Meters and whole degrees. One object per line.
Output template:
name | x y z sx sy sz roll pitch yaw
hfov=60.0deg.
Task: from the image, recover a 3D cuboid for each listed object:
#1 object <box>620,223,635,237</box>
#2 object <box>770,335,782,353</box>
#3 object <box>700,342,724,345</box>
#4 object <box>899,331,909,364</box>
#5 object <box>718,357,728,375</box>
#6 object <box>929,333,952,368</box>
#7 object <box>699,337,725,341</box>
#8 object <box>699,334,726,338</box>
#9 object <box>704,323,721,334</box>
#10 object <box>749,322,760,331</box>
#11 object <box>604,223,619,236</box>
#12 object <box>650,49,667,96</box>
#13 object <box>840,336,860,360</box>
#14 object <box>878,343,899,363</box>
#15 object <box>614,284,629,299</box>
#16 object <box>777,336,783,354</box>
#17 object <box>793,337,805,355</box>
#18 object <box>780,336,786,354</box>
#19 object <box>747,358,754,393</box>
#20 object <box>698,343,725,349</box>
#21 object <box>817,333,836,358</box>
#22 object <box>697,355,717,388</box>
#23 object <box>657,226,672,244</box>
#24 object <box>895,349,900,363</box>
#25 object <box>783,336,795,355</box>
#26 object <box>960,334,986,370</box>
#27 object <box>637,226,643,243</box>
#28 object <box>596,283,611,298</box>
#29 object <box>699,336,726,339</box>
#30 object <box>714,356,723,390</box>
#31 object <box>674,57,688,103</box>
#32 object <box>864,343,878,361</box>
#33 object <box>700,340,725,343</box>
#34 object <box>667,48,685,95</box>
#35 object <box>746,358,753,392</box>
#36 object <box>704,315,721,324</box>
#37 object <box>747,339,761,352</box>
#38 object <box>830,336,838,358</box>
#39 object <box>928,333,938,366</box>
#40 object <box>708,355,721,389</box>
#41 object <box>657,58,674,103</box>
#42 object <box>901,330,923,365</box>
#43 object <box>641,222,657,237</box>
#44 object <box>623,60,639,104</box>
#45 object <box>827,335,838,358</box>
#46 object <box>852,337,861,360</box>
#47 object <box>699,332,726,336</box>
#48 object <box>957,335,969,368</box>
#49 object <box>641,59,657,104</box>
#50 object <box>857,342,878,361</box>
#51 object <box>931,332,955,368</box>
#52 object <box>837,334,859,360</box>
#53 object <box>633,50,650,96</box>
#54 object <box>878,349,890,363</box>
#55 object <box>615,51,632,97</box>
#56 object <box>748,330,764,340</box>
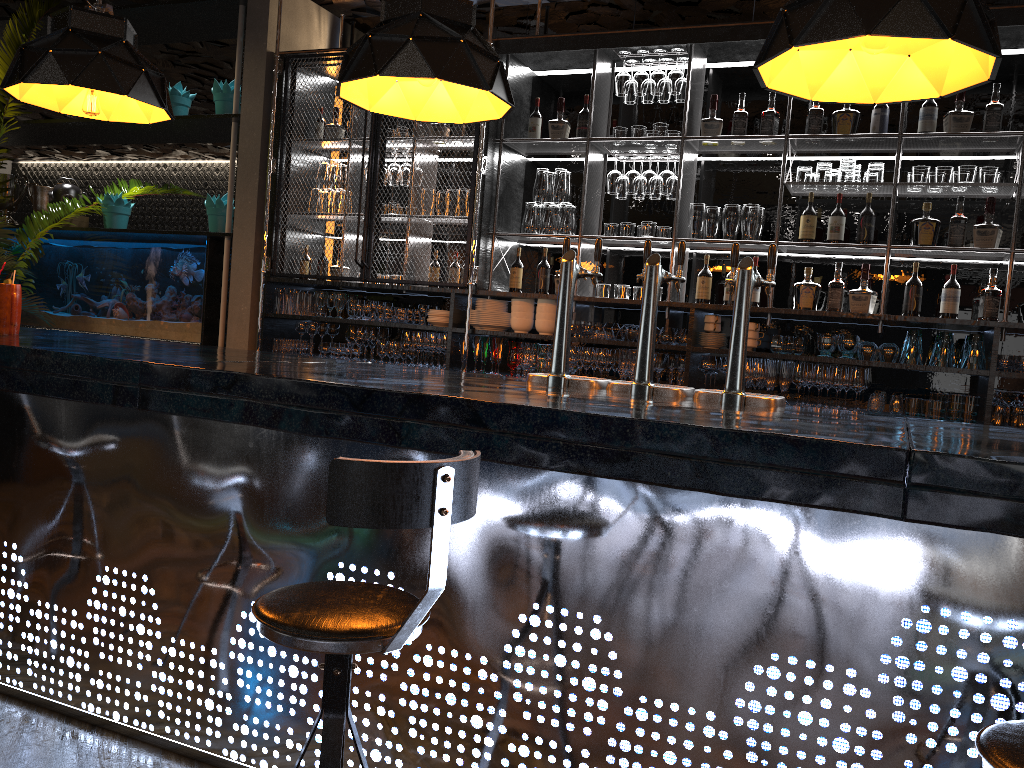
object | 0.684 -0.905 5.261 0.089 0.092 0.089 5 3 2
object | 1.419 -0.214 4.759 0.067 0.099 0.058 3 3 -21
object | 1.124 -0.222 4.990 0.149 0.023 0.149 4 3 -8
object | 2.071 -0.188 4.590 0.115 0.172 0.101 7 4 33
object | 1.191 -0.034 4.911 0.108 0.227 0.108 4 3 -6
object | 2.201 -0.174 4.532 0.115 0.172 0.101 2 4 -37
object | 1.125 -0.245 4.989 0.149 0.024 0.149 6 3 23
object | 1.126 -0.265 4.987 0.149 0.025 0.149 4 3 -14
object | 1.131 -0.308 4.983 0.094 0.070 0.107 2 4 -36
object | 1.315 -0.304 4.880 0.094 0.068 0.106 6 4 23
object | 0.597 -0.917 5.346 0.089 0.092 0.089 5 3 2
object | 0.845 -1.797 5.116 0.092 0.244 0.092 4 3 -16
object | 1.808 -0.196 4.758 0.108 0.126 0.108 6 3 18
object | 1.930 -0.160 4.545 0.098 0.097 0.098 3 4 -33
object | 0.647 -0.539 5.246 0.089 0.092 0.089 4 3 -13
object | 1.444 -0.215 4.823 0.067 0.099 0.058 4 3 -7
object | 1.568 -0.207 4.851 0.058 0.099 0.067 7 4 36
object | 1.503 -0.215 4.902 0.058 0.099 0.067 6 4 26
object | 1.340 -0.031 5.002 0.058 0.234 0.058 5 3 -2
object | 1.122 -0.212 4.991 0.149 0.022 0.149 4 3 -8
object | 1.658 -0.204 4.694 0.100 0.125 0.100 3 4 -28
object | 1.085 -0.045 4.956 0.108 0.227 0.108 5 3 15
object | 0.905 -0.889 5.295 0.089 0.092 0.089 5 3 8
object | 2.016 -0.163 4.737 0.098 0.097 0.098 5 3 10
object | 1.490 -0.209 4.771 0.058 0.099 0.067 3 4 -31
object | 2.278 -0.159 4.368 0.115 0.172 0.101 2 4 -37
object | 0.793 -0.900 5.336 0.089 0.092 0.089 2 4 -35
object | 0.543 -0.551 5.306 0.089 0.092 0.089 4 3 -5
object | 1.127 -0.255 4.987 0.149 0.026 0.148 6 4 30
object | 1.187 -0.050 5.175 0.108 0.227 0.108 2 4 -35
object | 1.006 -1.790 5.226 0.092 0.244 0.092 4 3 -16
object | 1.880 -0.171 4.684 0.098 0.097 0.098 3 4 -29
object | 1.124 -0.233 4.989 0.149 0.023 0.149 5 3 8
object | 0.940 -1.787 5.075 0.092 0.244 0.092 4 3 -16
object | 1.311 -0.029 4.935 0.058 0.234 0.058 2 4 -44
object | 1.125 -0.353 4.984 0.094 0.069 0.106 6 4 29
object | 1.315 -0.214 4.890 0.106 0.067 0.094 5 3 12
object | 1.753 -0.209 4.915 0.100 0.125 0.100 7 4 37
object | 2.246 -0.177 4.643 0.101 0.172 0.115 6 4 28
object | 1.137 -0.047 5.063 0.108 0.227 0.108 5 3 3
object | 0.911 -1.800 5.267 0.092 0.244 0.092 4 3 -16
object | 2.027 -0.185 4.478 0.101 0.172 0.115 2 4 -37
object | 0.791 -0.890 5.148 0.089 0.092 0.089 5 3 8
object | 0.720 -1.820 5.349 0.092 0.244 0.092 4 3 -16
object | 1.708 -0.206 4.806 0.100 0.125 0.100 4 3 -19
object | 1.856 -0.199 4.871 0.108 0.126 0.108 4 3 -5
object | 1.126 -0.277 4.987 0.149 0.026 0.148 6 4 30
object | 2.374 -0.164 4.592 0.115 0.172 0.101 7 4 33
object | 0.821 -1.809 5.306 0.092 0.244 0.092 4 3 -16
object | 1.838 -0.170 4.592 0.098 0.097 0.098 5 3 3
object | 2.154 -0.172 4.413 0.115 0.172 0.101 5 3 8
object | 1.760 -0.194 4.652 0.108 0.126 0.108 3 4 -32
object | 0.755 -1.806 5.155 0.092 0.244 0.092 4 3 -16
object | 1.971 -0.162 4.645 0.098 0.097 0.098 2 4 -42
object | 0.654 -1.817 5.198 0.092 0.244 0.092 4 3 -16
object | 1.318 -0.260 4.891 0.106 0.069 0.094 3 4 -25
